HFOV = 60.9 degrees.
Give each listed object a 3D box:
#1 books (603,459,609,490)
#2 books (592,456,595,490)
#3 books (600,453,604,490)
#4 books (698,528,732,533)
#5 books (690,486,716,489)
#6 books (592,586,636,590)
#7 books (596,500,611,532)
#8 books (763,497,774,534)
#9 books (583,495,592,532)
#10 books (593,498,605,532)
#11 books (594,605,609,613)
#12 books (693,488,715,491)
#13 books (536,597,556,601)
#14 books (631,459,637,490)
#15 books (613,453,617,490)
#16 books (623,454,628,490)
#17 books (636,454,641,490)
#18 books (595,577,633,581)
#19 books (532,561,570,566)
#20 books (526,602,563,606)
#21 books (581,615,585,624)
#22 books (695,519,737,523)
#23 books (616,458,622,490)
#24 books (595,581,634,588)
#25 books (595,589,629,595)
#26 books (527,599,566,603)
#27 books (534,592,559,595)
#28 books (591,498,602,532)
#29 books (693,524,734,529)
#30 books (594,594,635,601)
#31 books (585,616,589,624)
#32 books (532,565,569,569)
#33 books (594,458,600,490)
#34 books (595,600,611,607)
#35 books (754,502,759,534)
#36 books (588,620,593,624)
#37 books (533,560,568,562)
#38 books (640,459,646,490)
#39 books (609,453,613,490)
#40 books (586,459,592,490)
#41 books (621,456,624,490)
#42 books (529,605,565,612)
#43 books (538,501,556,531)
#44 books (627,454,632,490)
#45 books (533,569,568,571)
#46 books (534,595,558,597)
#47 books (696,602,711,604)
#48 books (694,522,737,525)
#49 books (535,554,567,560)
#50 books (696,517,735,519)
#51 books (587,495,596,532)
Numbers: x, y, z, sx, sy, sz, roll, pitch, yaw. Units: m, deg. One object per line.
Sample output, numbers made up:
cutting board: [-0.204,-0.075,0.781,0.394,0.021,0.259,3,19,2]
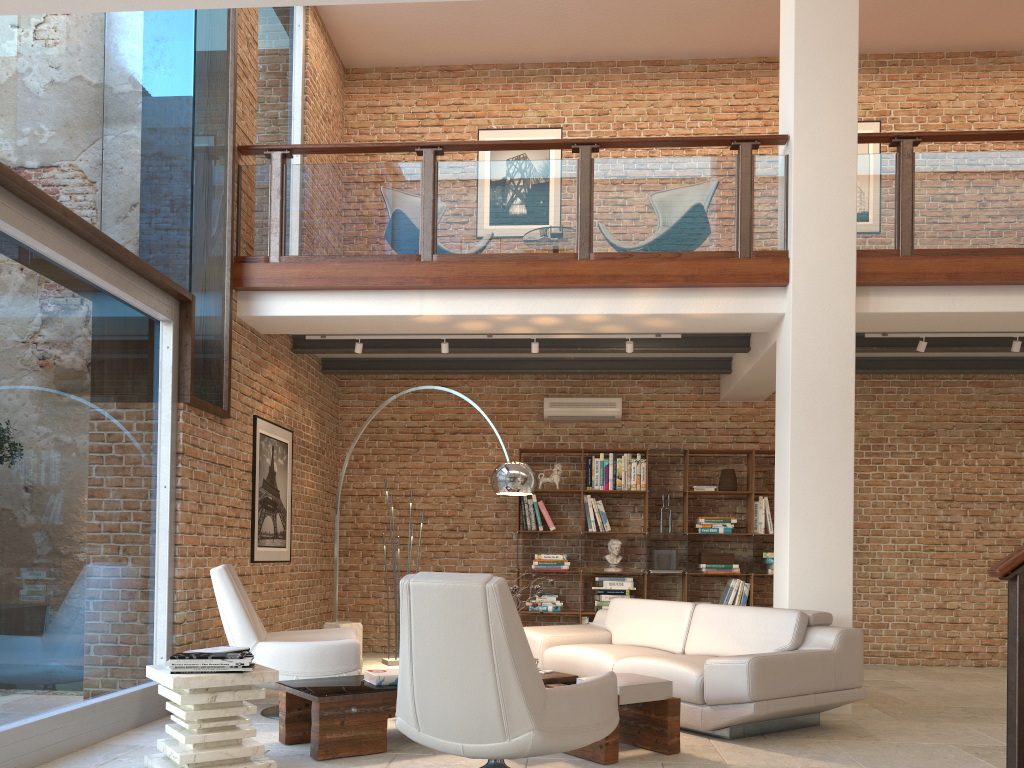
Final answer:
books: [0.976,0.954,9.063,0.055,0.325,0.258,1,-5,4]
books: [0.844,0.939,9.072,0.021,0.354,0.275,1,-5,4]
books: [0.928,0.923,9.052,0.036,0.378,0.247,1,-4,4]
books: [2.087,1.512,8.955,0.326,0.054,0.259,-2,-11,14]
books: [1.952,1.062,8.926,0.236,0.018,0.174,1,-11,-3]
books: [1.049,2.111,9.018,0.444,0.020,0.277,0,-11,4]
books: [0.946,1.375,9.044,0.158,0.324,0.258,1,-5,4]
books: [2.608,1.353,8.941,0.101,0.378,0.247,1,-4,4]
books: [0.788,1.352,9.075,0.101,0.378,0.247,1,-4,4]
books: [0.900,1.369,9.062,0.125,0.344,0.276,1,-5,4]
books: [1.046,2.327,9.012,0.380,0.063,0.249,1,-11,-1]
books: [1.957,1.087,8.918,0.206,0.033,0.135,0,-11,4]
books: [0.358,2.238,9.096,0.206,0.033,0.135,0,-11,4]
books: [1.256,0.951,9.027,0.055,0.325,0.258,1,-5,4]
books: [1.060,0.924,9.047,0.036,0.378,0.247,1,-4,4]
books: [1.175,0.927,9.052,0.036,0.378,0.247,1,-4,4]
books: [1.304,0.925,9.029,0.036,0.378,0.247,1,-4,4]
books: [1.055,2.021,9.033,0.379,0.036,0.249,0,-11,4]
books: [0.403,1.867,9.065,0.380,0.036,0.249,1,-11,-2]
books: [0.343,2.288,9.083,0.379,0.036,0.249,0,-11,4]
books: [0.735,2.595,9.040,0.036,0.378,0.247,1,-4,4]
books: [2.084,1.409,8.947,0.380,0.036,0.249,1,-11,-2]
books: [1.105,0.949,9.028,0.055,0.325,0.258,1,-5,4]
books: [1.059,2.072,9.036,0.380,0.063,0.249,1,-11,-1]
books: [1.031,2.147,9.007,0.326,0.054,0.260,1,-11,-1]
books: [0.358,2.259,9.072,0.380,0.018,0.249,1,-11,-3]
books: [0.362,2.183,9.083,0.252,0.017,0.165,0,-11,4]
books: [0.877,1.367,9.055,0.125,0.344,0.276,1,-5,4]
books: [2.068,1.467,8.966,0.379,0.036,0.249,0,-11,4]
books: [1.058,2.209,9.015,0.380,0.063,0.249,3,-11,-9]
books: [0.772,2.599,9.053,0.036,0.378,0.247,1,-4,4]
books: [0.392,1.904,9.072,0.379,0.036,0.249,1,-11,0]
books: [0.881,0.950,9.051,0.055,0.325,0.258,1,-5,4]
books: [1.047,2.272,9.032,0.362,0.054,0.288,0,-11,6]
books: [2.475,1.375,8.928,0.055,0.325,0.258,1,-5,4]
books: [0.818,2.623,9.041,0.057,0.325,0.258,1,-5,4]
books: [0.403,1.842,9.085,0.355,0.020,0.277,0,-11,3]
books: [1.354,0.955,9.041,0.055,0.325,0.258,1,-5,4]
books: [1.022,0.922,9.040,0.036,0.378,0.247,1,-4,4]
books: [0.805,0.954,9.076,0.055,0.325,0.258,1,-5,4]
books: [1.144,0.938,9.040,0.021,0.354,0.275,1,-5,4]
books: [0.362,2.332,9.072,0.326,0.054,0.259,-2,-11,14]
books: [0.364,1.383,9.112,0.195,0.314,0.258,1,-5,4]
books: [1.210,0.924,9.036,0.036,0.378,0.247,1,-4,4]
books: [0.402,1.934,9.077,0.355,0.020,0.277,0,-11,4]
books: [0.354,2.213,9.103,0.236,0.018,0.174,1,-11,-3]
books: [1.959,2.262,8.975,0.132,0.033,0.210,1,-11,-1]
books: [2.083,1.438,8.955,0.380,0.018,0.249,1,-11,-3]
books: [0.412,1.804,9.083,0.326,0.054,0.260,0,-11,7]
books: [2.084,1.385,8.967,0.355,0.020,0.277,0,-11,3]
books: [0.824,1.348,9.049,0.103,0.378,0.247,1,-4,4]
